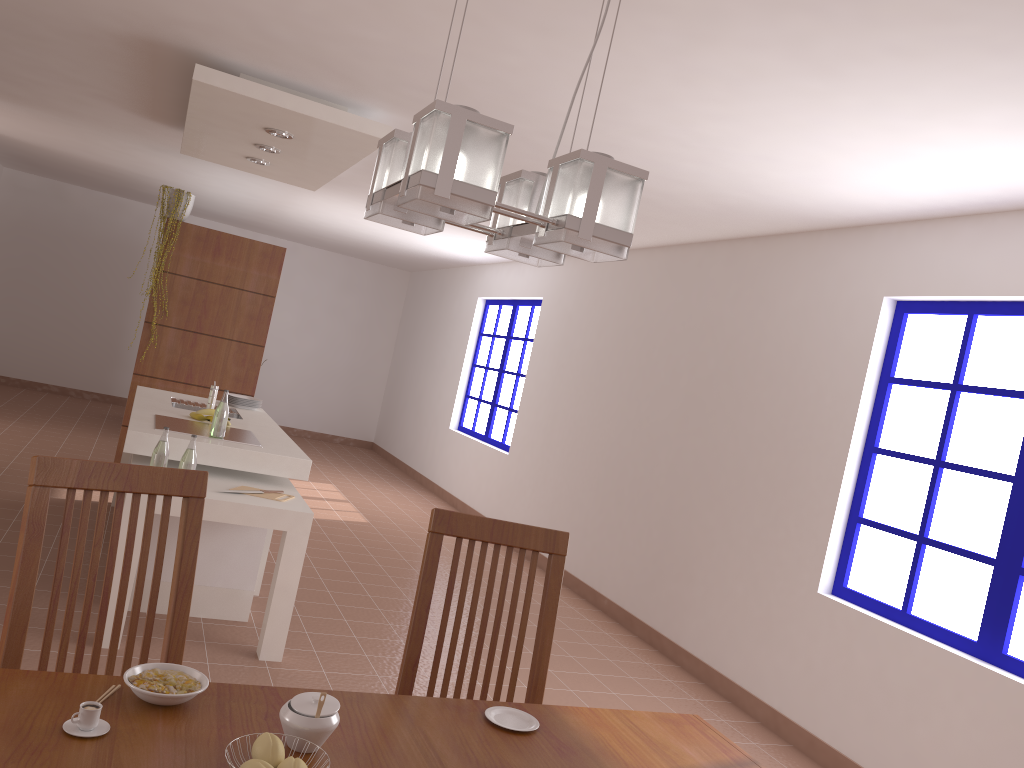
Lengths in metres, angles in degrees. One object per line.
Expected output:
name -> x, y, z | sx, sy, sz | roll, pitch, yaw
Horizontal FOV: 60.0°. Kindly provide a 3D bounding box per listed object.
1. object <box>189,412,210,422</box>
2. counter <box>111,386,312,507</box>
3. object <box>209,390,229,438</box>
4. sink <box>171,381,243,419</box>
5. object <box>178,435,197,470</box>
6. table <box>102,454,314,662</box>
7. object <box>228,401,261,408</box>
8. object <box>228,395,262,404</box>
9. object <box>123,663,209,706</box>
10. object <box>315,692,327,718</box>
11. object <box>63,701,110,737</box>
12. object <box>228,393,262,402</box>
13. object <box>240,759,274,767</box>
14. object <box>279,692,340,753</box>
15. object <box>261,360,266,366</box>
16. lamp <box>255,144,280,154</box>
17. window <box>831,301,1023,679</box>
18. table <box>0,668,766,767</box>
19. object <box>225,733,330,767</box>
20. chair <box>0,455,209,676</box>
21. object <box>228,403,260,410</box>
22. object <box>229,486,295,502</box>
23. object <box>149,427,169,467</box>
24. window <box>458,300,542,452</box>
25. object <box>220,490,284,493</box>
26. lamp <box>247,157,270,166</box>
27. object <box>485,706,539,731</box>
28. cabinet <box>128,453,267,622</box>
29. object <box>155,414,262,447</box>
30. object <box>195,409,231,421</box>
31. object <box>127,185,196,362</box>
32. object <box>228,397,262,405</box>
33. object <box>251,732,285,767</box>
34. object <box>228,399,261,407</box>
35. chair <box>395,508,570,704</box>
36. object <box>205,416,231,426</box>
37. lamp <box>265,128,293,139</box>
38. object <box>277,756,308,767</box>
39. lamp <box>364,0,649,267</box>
object -> -1.701, 0.175, 4.800 | 0.060, 0.033, 0.207 | 12, 1, -42
counter -> -1.804, 0.577, 5.052 | 0.821, 0.800, 2.156 | 12, 0, -22
object -> -1.396, 0.141, 4.264 | 0.071, 0.230, 0.071 | 12, 1, -41
sink -> -1.874, 0.143, 5.437 | 0.404, 0.368, 0.668 | 12, 0, -22
object -> -1.331, 0.322, 3.649 | 0.071, 0.230, 0.071 | 12, 1, -41
table -> -1.426, 0.747, 4.080 | 0.737, 0.647, 1.003 | 12, 0, -22
object -> -1.817, 0.136, 5.973 | 0.228, 0.020, 0.228 | 12, 1, -41
object -> -1.811, 0.106, 5.973 | 0.228, 0.020, 0.228 | 12, 1, -41
object -> -0.581, 0.510, 1.484 | 0.136, 0.036, 0.136 | 13, 0, 26
object -> -0.305, 0.519, 1.394 | 0.010, 0.075, 0.015 | 12, 0, -22
object -> -0.633, 0.499, 1.325 | 0.065, 0.037, 0.065 | 12, 0, -9
object -> -1.808, 0.096, 5.973 | 0.228, 0.020, 0.228 | 12, 1, -41
object -> -0.361, 0.556, 1.267 | 0.061, 0.032, 0.048 | 13, 1, 37
object -> -0.327, 0.544, 1.427 | 0.096, 0.079, 0.096 | 12, 0, -27
object -> -3.458, 0.002, 11.155 | 0.655, 1.112, 0.284 | 12, 0, -3
lamp -> -1.383, -1.353, 5.034 | 0.143, 0.059, 0.143 | 13, 0, 6
window -> 2.005, 0.383, 3.439 | 0.035, 1.430, 1.699 | 12, 0, -22
table -> -0.307, 0.970, 1.245 | 1.800, 0.740, 0.900 | 12, 0, -22
object -> -0.344, 0.561, 1.288 | 0.151, 0.041, 0.151 | 13, 0, 28
chair -> -0.714, 0.712, 1.573 | 0.444, 1.063, 0.574 | 12, 1, -42
object -> -1.819, 0.146, 5.973 | 0.228, 0.020, 0.228 | 12, 1, -41
object -> -1.105, 0.486, 3.930 | 0.266, 0.006, 0.168 | 12, 0, -6
object -> -1.464, 0.293, 3.698 | 0.071, 0.230, 0.071 | 12, 1, -41
window -> -0.099, -0.125, 8.711 | 0.035, 1.430, 1.699 | 12, 0, -22
object -> -1.139, 0.472, 3.886 | 0.041, 0.008, 0.375 | 13, 1, 34
lamp -> -1.568, -1.397, 5.495 | 0.143, 0.059, 0.143 | 13, 0, 6
object -> 0.000, 0.651, 1.718 | 0.108, 0.008, 0.108 | 13, 1, 32
cabinet -> -1.790, 0.632, 5.002 | 0.737, 0.700, 2.048 | 12, 0, -22
object -> -1.528, 0.231, 4.443 | 0.493, 0.006, 0.551 | 12, 0, -22
object -> -1.617, 0.165, 4.829 | 0.047, 0.055, 0.207 | 13, 1, 44
object -> -2.678, -0.822, 6.702 | 0.279, 1.344, 0.297 | 13, 0, 27
object -> -1.813, 0.116, 5.973 | 0.228, 0.020, 0.228 | 12, 1, -41
object -> -0.363, 0.549, 1.326 | 0.048, 0.044, 0.055 | 12, 1, -43
object -> -1.815, 0.126, 5.973 | 0.228, 0.020, 0.228 | 12, 1, -41
chair -> -0.084, 0.850, 1.838 | 0.444, 1.063, 0.574 | 12, 0, -12
object -> -1.597, 0.198, 4.816 | 0.207, 0.033, 0.060 | 13, 0, 23
lamp -> -1.195, -1.307, 4.567 | 0.143, 0.059, 0.143 | 12, 1, -39
object -> -0.321, 0.564, 1.296 | 0.048, 0.033, 0.060 | 12, 0, -23
lamp -> 0.064, -0.657, 1.265 | 0.304, 0.919, 0.304 | 12, 0, -22
